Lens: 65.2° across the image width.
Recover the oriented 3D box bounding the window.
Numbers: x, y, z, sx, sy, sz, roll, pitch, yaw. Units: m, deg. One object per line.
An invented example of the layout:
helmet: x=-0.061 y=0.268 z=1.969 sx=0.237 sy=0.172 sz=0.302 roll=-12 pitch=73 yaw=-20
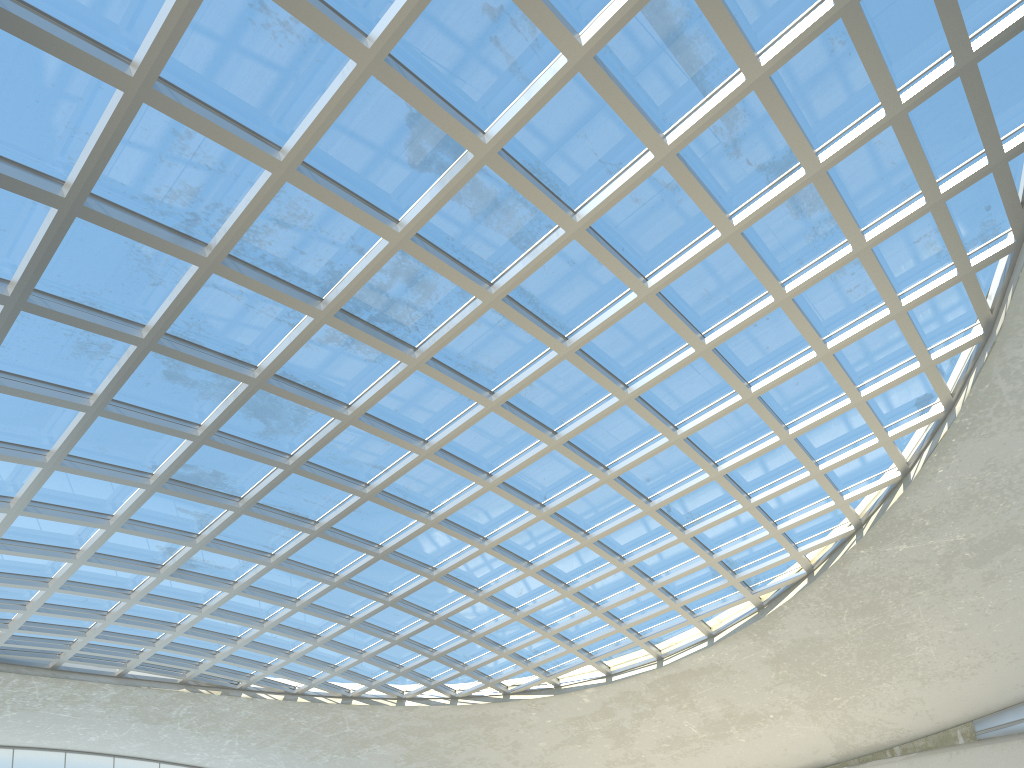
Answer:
window: x=-11.044 y=9.806 z=49.477 sx=85.331 sy=9.622 sz=84.904 roll=-32 pitch=-44 yaw=31
